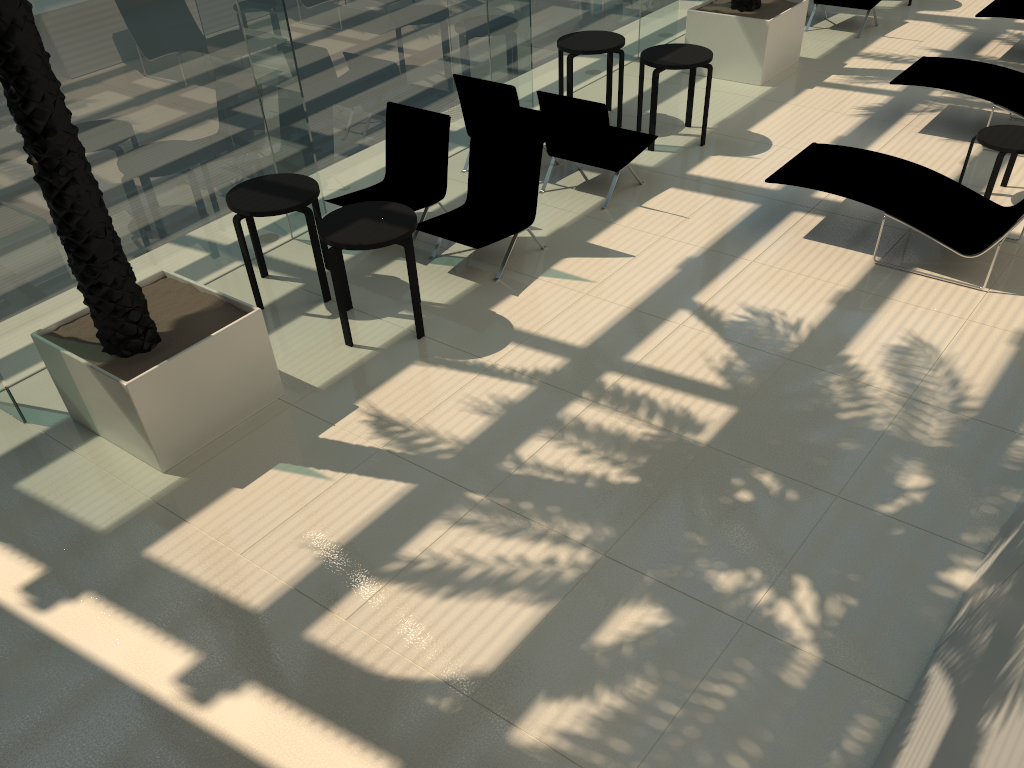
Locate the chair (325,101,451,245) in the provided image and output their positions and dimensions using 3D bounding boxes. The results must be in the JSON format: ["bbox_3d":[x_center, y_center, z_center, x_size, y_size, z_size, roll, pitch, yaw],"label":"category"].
[{"bbox_3d":[-1.018,-1.698,7.271,0.693,0.965,0.839,25,47,30],"label":"chair"}]

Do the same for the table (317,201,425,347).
[{"bbox_3d":[-0.970,-0.781,6.225,0.680,0.848,0.621,-5,40,-2],"label":"table"}]

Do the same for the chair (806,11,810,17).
[{"bbox_3d":[3.508,-5.256,11.316,0.693,0.965,0.839,25,47,30],"label":"chair"}]

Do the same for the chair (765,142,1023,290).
[{"bbox_3d":[3.082,-1.632,6.603,1.973,1.257,0.871,23,46,29],"label":"chair"}]

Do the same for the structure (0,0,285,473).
[{"bbox_3d":[-2.577,-2.669,3.299,4.430,7.613,4.428,8,41,14],"label":"structure"}]

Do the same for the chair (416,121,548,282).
[{"bbox_3d":[-0.278,-1.404,6.844,0.693,0.965,0.839,25,47,30],"label":"chair"}]

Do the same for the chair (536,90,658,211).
[{"bbox_3d":[0.771,-2.218,7.768,0.693,0.965,0.839,25,47,30],"label":"chair"}]

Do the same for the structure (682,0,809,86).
[{"bbox_3d":[2.420,-6.588,7.752,4.713,7.613,4.166,19,45,25],"label":"structure"}]

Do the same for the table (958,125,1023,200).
[{"bbox_3d":[4.112,-1.801,7.293,0.553,0.562,0.507,-8,40,-6],"label":"table"}]

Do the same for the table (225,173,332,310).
[{"bbox_3d":[-1.739,-1.086,6.669,0.680,0.848,0.621,-5,40,-2],"label":"table"}]

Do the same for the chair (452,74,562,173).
[{"bbox_3d":[0.031,-2.512,8.195,0.693,0.965,0.839,25,47,30],"label":"chair"}]

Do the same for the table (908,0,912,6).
[{"bbox_3d":[5.037,-5.529,11.625,0.676,0.848,0.624,-11,40,-9],"label":"table"}]

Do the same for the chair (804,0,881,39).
[{"bbox_3d":[4.248,-4.962,10.889,0.693,0.965,0.839,25,47,30],"label":"chair"}]

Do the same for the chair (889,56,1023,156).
[{"bbox_3d":[4.702,-2.911,8.057,1.973,1.257,0.871,23,46,29],"label":"chair"}]

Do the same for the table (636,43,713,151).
[{"bbox_3d":[1.575,-2.797,8.519,0.676,0.848,0.624,-11,40,-9],"label":"table"}]

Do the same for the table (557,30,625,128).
[{"bbox_3d":[0.805,-3.103,8.963,0.676,0.848,0.624,-11,40,-9],"label":"table"}]

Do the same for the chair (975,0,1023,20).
[{"bbox_3d":[6.274,-4.151,9.467,1.973,1.257,0.871,23,46,29],"label":"chair"}]
